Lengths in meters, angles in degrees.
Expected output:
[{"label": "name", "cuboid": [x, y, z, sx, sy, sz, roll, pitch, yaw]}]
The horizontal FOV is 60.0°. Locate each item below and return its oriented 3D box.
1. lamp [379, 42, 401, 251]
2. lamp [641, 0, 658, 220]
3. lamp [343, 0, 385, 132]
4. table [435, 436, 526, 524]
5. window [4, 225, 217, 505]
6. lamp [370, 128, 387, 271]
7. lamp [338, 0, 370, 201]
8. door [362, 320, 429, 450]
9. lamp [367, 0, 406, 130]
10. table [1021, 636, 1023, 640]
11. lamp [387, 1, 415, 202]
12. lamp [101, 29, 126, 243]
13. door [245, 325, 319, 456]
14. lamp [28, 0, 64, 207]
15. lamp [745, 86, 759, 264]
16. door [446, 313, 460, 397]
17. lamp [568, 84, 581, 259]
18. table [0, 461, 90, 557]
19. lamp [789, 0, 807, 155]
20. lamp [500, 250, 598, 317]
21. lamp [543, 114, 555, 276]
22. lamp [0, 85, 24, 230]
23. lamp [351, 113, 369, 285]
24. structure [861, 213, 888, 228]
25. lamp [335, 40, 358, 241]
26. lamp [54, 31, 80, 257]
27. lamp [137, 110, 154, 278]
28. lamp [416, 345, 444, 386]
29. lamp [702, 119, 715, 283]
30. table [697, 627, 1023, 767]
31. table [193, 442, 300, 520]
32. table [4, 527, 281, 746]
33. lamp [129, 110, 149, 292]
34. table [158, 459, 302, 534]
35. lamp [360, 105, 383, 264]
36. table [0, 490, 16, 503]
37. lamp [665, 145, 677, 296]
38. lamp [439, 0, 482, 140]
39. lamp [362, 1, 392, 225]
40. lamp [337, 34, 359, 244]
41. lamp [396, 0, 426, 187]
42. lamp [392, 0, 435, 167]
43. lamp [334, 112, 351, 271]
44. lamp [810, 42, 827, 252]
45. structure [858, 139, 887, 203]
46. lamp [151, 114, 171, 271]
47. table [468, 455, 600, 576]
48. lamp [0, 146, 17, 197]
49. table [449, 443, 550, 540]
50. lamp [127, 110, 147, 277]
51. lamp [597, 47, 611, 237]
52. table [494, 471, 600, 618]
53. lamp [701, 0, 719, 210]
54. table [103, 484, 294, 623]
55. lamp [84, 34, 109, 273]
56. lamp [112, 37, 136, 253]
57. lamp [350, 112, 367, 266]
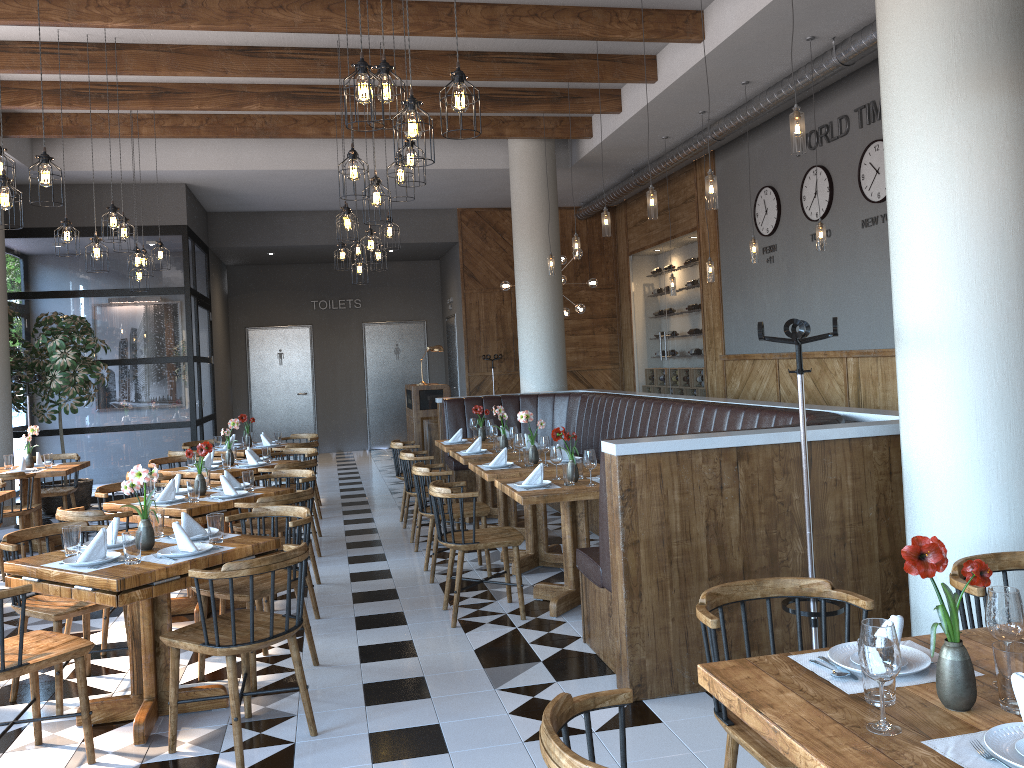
[{"label": "lamp", "cuboid": [-1.142, -2.238, 7.955, 0.175, 2.072, 0.175, -3, -1, 28]}, {"label": "lamp", "cuboid": [1.054, -2.272, 6.944, 0.078, 1.965, 0.078, -3, -1, 7]}, {"label": "lamp", "cuboid": [-0.716, -2.197, 4.021, 0.175, 2.072, 0.175, -3, -1, -5]}, {"label": "table", "cuboid": [-0.275, 0.945, 8.793, 0.850, 0.764, 0.850, -3, 0, -12]}, {"label": "window", "cuboid": [-5.663, -0.251, 12.344, 2.728, 3.551, 2.184, -3, 0, -12]}, {"label": "lamp", "cuboid": [-1.494, -2.265, 9.634, 0.175, 2.072, 0.175, -3, -1, -2]}, {"label": "lamp", "cuboid": [-1.018, -2.177, 5.463, 0.175, 2.072, 0.175, -3, -1, 15]}, {"label": "door", "cuboid": [-2.157, 0.010, 16.708, 1.207, 2.395, 0.114, -3, -1, -12]}, {"label": "lamp", "cuboid": [-0.643, -2.262, 4.217, 0.175, 2.072, 0.175, -3, -1, 6]}, {"label": "table", "cuboid": [1.819, 1.020, 2.065, 0.850, 0.764, 0.850, -3, 0, -12]}, {"label": "lamp", "cuboid": [-0.776, -2.242, 5.823, 0.175, 2.072, 0.175, -4, -1, 38]}, {"label": "lamp", "cuboid": [-3.332, -2.209, 7.321, 0.175, 2.072, 0.175, -3, -1, -17]}, {"label": "door", "cuboid": [-4.223, 0.127, 16.271, 1.207, 2.395, 0.114, -3, -1, -12]}, {"label": "lamp", "cuboid": [-2.766, -2.081, 5.185, 0.175, 2.072, 0.175, -2, -1, -26]}, {"label": "lamp", "cuboid": [2.255, -2.126, 8.421, 0.078, 1.965, 0.078, -3, -1, 23]}, {"label": "door", "cuboid": [-1.045, -0.020, 15.733, 0.114, 2.395, 1.206, -3, 0, -12]}, {"label": "lamp", "cuboid": [0.615, -2.255, 9.042, 0.078, 1.965, 0.078, -2, -1, -26]}, {"label": "table", "cuboid": [-4.483, 1.173, 8.263, 0.850, 0.764, 0.850, -3, 0, -12]}, {"label": "lamp", "cuboid": [1.503, -2.229, 4.810, 0.078, 1.965, 0.078, -2, -1, -36]}, {"label": "lamp", "cuboid": [0.521, -1.805, 12.766, 1.185, 2.193, 1.162, -3, 0, 39]}, {"label": "lamp", "cuboid": [0.402, -2.214, 10.070, 0.078, 1.965, 0.078, -3, -1, 20]}, {"label": "lamp", "cuboid": [-2.975, -1.937, 5.133, 0.175, 2.072, 0.175, -3, -1, 7]}, {"label": "lamp", "cuboid": [-1.705, -2.125, 9.676, 0.175, 2.072, 0.175, -3, -1, 32]}, {"label": "structure", "cuboid": [3.315, -1.479, 7.946, 0.021, 0.080, 0.582, -3, 1, -12]}, {"label": "lamp", "cuboid": [-1.513, -2.317, 7.862, 0.175, 2.072, 0.175, -2, -1, -29]}, {"label": "lamp", "cuboid": [-3.704, -2.090, 7.298, 0.175, 2.072, 0.175, -4, -1, 39]}, {"label": "lamp", "cuboid": [-3.968, -2.178, 9.460, 0.175, 2.072, 0.175, -3, -1, -10]}, {"label": "lamp", "cuboid": [-1.014, -0.097, 10.880, 0.445, 0.757, 0.170, -3, -1, -37]}, {"label": "lamp", "cuboid": [2.055, -2.057, 9.386, 0.078, 1.965, 0.078, -2, -1, -26]}, {"label": "table", "cuboid": [0.986, 1.067, 1.889, 0.850, 0.764, 0.850, -3, 0, -12]}, {"label": "table", "cuboid": [-2.802, 1.055, 9.490, 0.863, 0.764, 0.865, -3, 1, 33]}, {"label": "table", "cuboid": [-1.663, 1.143, 4.071, 0.863, 0.764, 0.865, -3, 1, 33]}, {"label": "lamp", "cuboid": [-3.929, -2.000, 9.244, 0.175, 2.072, 0.175, -3, -1, 1]}, {"label": "table", "cuboid": [-2.415, 1.085, 7.651, 0.863, 0.764, 0.865, -3, 1, 33]}, {"label": "lamp", "cuboid": [-1.281, -2.095, 7.786, 0.175, 2.072, 0.175, -2, -1, -29]}, {"label": "table", "cuboid": [-4.039, 1.208, 6.154, 0.850, 0.764, 0.850, -3, 0, -12]}, {"label": "lamp", "cuboid": [1.843, -2.016, 10.414, 0.078, 1.965, 0.078, -3, -1, 20]}, {"label": "lamp", "cuboid": [-0.284, -2.177, 4.085, 0.175, 2.072, 0.175, -2, -1, -27]}, {"label": "lamp", "cuboid": [-0.906, -2.057, 5.655, 0.175, 2.072, 0.175, -2, -1, -41]}, {"label": "lamp", "cuboid": [-1.461, -2.257, 7.659, 0.175, 2.072, 0.175, -2, -1, -40]}, {"label": "lamp", "cuboid": [-0.687, -2.299, 5.637, 0.175, 2.072, 0.175, -2, -1, -41]}, {"label": "lamp", "cuboid": [-0.492, -2.034, 4.028, 0.175, 2.072, 0.175, -3, -1, 6]}, {"label": "lamp", "cuboid": [-1.911, -2.291, 9.763, 0.175, 2.072, 0.175, -3, -1, 21]}, {"label": "lamp", "cuboid": [2.494, -2.074, 7.289, 0.078, 1.965, 0.078, -3, -1, -4]}, {"label": "structure", "cuboid": [3.283, -1.905, 7.943, 0.046, 0.561, 0.560, -3, 0, -12]}, {"label": "lamp", "cuboid": [-3.770, -2.243, 9.404, 0.175, 2.072, 0.175, -3, -1, 1]}, {"label": "table", "cuboid": [0.176, 0.980, 6.647, 0.850, 0.764, 0.850, -3, 0, -12]}, {"label": "lamp", "cuboid": [-3.123, -2.166, 5.324, 0.175, 2.072, 0.175, -3, -1, 7]}, {"label": "table", "cuboid": [-0.048, 0.962, 7.714, 0.850, 0.764, 0.850, -3, 0, -12]}, {"label": "lamp", "cuboid": [-3.862, -2.129, 9.037, 0.175, 2.072, 0.175, -2, -1, -33]}, {"label": "lamp", "cuboid": [0.814, -2.324, 8.077, 0.078, 1.965, 0.078, -3, -1, 23]}, {"label": "table", "cuboid": [0.403, 0.997, 5.568, 0.850, 0.764, 0.850, -3, 0, -12]}, {"label": "lamp", "cuboid": [1.280, -2.141, 5.893, 0.078, 1.965, 0.078, -3, -1, 28]}, {"label": "table", "cuboid": [-2.033, 1.114, 5.832, 0.863, 0.764, 0.865, -3, 1, 33]}, {"label": "lamp", "cuboid": [-3.521, -1.972, 7.431, 0.175, 2.072, 0.175, -3, -1, -17]}, {"label": "lamp", "cuboid": [-3.337, -2.158, 7.528, 0.175, 2.072, 0.175, -2, -1, -28]}, {"label": "lamp", "cuboid": [-1.762, -2.359, 9.907, 0.175, 2.072, 0.175, -3, -1, 32]}]
